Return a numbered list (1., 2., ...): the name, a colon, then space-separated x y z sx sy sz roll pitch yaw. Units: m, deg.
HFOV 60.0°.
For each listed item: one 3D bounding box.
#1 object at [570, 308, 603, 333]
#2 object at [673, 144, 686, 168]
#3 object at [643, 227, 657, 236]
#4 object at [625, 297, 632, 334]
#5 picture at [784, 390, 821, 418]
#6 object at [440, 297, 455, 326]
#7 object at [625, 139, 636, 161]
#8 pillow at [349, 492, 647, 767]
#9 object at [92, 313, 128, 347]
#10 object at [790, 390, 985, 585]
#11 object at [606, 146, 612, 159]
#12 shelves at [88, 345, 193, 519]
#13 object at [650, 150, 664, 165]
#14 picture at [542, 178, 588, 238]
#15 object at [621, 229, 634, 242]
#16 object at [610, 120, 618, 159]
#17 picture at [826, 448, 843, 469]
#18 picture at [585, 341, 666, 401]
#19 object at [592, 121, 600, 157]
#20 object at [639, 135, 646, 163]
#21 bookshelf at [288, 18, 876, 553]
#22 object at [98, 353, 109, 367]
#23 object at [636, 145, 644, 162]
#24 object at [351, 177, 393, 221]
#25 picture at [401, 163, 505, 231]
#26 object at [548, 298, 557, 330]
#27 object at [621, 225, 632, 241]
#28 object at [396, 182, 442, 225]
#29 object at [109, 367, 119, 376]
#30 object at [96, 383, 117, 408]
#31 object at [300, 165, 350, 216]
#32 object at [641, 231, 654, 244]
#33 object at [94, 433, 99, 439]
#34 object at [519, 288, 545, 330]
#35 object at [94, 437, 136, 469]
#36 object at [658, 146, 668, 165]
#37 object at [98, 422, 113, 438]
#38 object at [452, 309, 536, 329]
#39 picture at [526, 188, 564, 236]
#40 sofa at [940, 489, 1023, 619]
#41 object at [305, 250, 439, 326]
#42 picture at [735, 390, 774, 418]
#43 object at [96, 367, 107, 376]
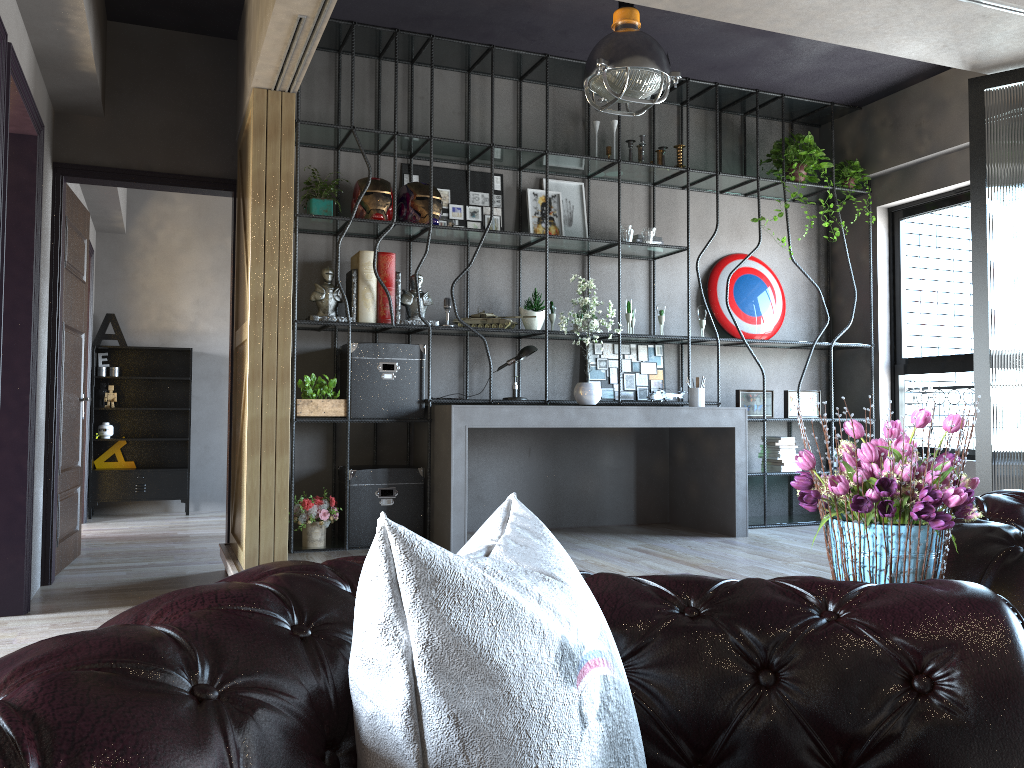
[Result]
1. object: 0.522 -0.456 6.260 0.235 0.213 0.235 -1 -2 23
2. object: 1.244 -1.671 6.584 0.130 0.232 0.130 3 -3 -44
3. object: 1.027 -1.124 6.612 0.103 0.068 0.103 1 -2 -29
4. object: 0.829 -0.484 6.296 0.113 0.275 0.113 1 -3 -18
5. picture: 2.229 0.156 6.805 0.313 0.212 0.048 1 -3 -22
6. object: -0.422 -0.469 5.806 0.093 0.200 0.093 2 -3 -27
7. object: 0.867 -1.676 6.487 0.084 0.233 0.084 0 -3 5
8. pillow: 0.000 0.367 0.982 0.290 0.502 0.541 0 -2 16
9. object: -4.046 -0.537 8.934 0.343 0.344 0.057 1 -3 -22
10. object: 0.722 0.257 1.724 0.349 0.484 0.352 0 -2 9
11. object: 0.692 -1.630 6.334 0.135 0.129 0.135 -2 -3 41
12. shelves: -3.704 0.473 8.876 0.911 1.678 0.353 1 -3 -22
13. object: 1.083 -1.634 6.503 0.189 0.152 0.189 0 -2 1
14. picture: 0.391 -1.244 6.502 0.332 0.515 0.119 1 -3 -22
15. object: 0.818 -1.041 6.286 0.092 0.099 0.092 0 -2 16
16. object: 0.756 -1.753 6.561 0.128 0.391 0.128 -1 -3 28
17. picture: 2.564 0.592 7.052 0.137 0.165 0.032 1 -3 -22
18. picture: 0.858 -0.089 6.633 0.665 0.447 0.051 1 -3 -22
19. object: 0.625 -1.753 6.585 0.128 0.391 0.128 -2 -3 37
20. object: 0.949 -1.682 6.441 0.100 0.243 0.100 1 -3 -13
21. bookshelf: 0.671 -0.582 6.380 4.482 3.285 0.526 1 -3 -22
22. object: -4.100 -0.239 8.902 0.107 0.151 0.055 1 -3 -22
23. object: 0.959 -1.667 6.627 0.080 0.226 0.080 -2 -3 41
24. object: -0.894 -1.180 5.737 0.280 0.327 0.399 1 -2 -17
25. picture: -0.406 -1.266 6.218 0.749 0.504 0.058 1 -3 -22
26. object: 0.288 -0.484 6.351 0.113 0.273 0.113 -1 -3 34
27. object: 0.825 -1.065 6.402 0.087 0.155 0.087 1 -3 -9
28. object: -0.598 -1.175 5.855 0.280 0.327 0.399 2 -3 -32
29. object: -3.990 -0.117 8.894 0.095 0.101 0.095 0 -2 1
30. object: -4.013 0.108 8.778 0.190 0.254 0.129 1 -3 -23
31. object: -1.218 -1.187 5.624 0.295 0.340 0.324 -1 -3 24
32. object: 0.969 -1.038 6.346 0.092 0.099 0.092 -1 -3 26
33. object: -4.050 0.505 8.639 0.042 0.054 0.031 -1 -3 23
34. object: 0.153 -0.509 6.095 0.193 0.305 0.136 0 -3 12
35. object: -3.981 0.688 8.905 0.393 0.321 0.057 1 -3 -22
36. object: 1.132 -1.670 6.644 0.084 0.233 0.084 3 -3 -41
37. object: -4.008 0.461 8.745 0.139 0.162 0.139 -1 -3 33
38. object: -0.118 -0.444 6.047 0.577 0.170 0.206 0 -2 13
39. picture: 0.242 -1.198 6.395 0.267 0.414 0.101 1 -3 -22
40. sofa: 2.124 0.706 2.265 2.565 0.839 1.239 1 -2 -22
41. object: -0.901 -0.604 5.738 0.833 0.466 0.289 1 -3 -22
42. picture: 1.819 0.150 6.642 0.313 0.212 0.049 1 -3 -22
43. object: -4.097 -0.119 8.851 0.095 0.101 0.095 0 -2 1
